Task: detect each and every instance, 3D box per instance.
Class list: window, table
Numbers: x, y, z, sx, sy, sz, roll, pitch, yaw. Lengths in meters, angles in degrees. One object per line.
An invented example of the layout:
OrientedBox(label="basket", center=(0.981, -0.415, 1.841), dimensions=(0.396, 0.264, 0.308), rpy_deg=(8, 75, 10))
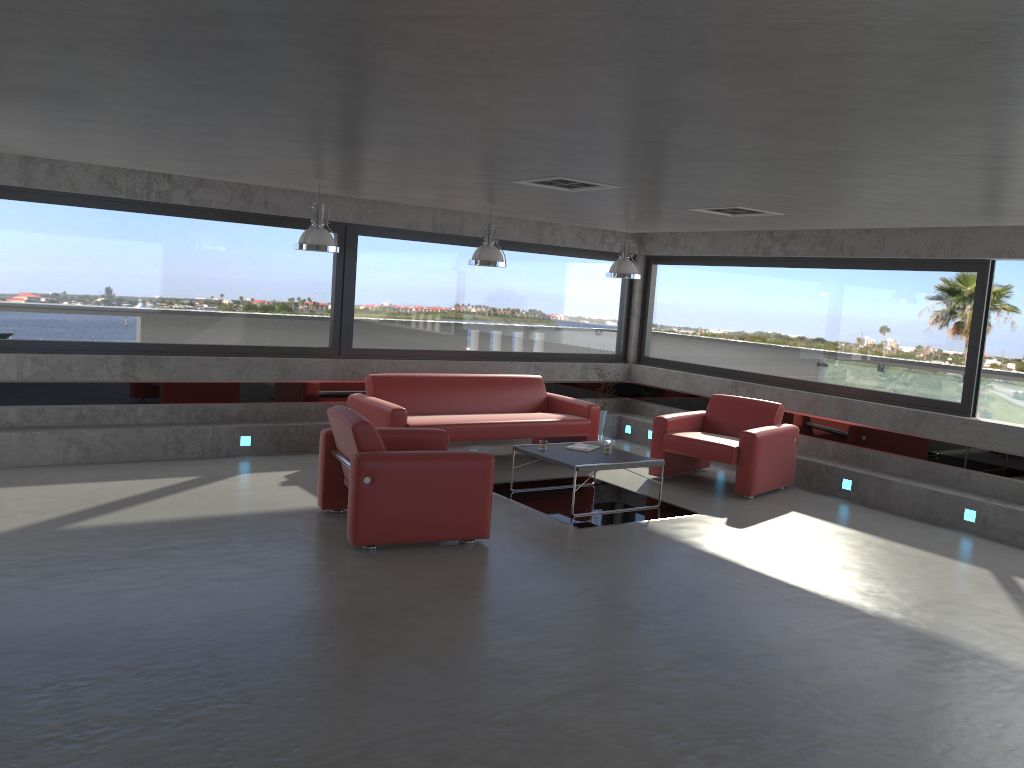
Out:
OrientedBox(label="window", center=(3.146, -0.733, 10.336), dimensions=(0.003, 1.364, 4.583), rpy_deg=(0, 7, -34))
OrientedBox(label="window", center=(-1.682, -1.045, 10.010), dimensions=(7.800, 1.364, 0.003), rpy_deg=(0, 7, -34))
OrientedBox(label="table", center=(0.679, 0.843, 8.138), dimensions=(1.018, 0.436, 0.994), rpy_deg=(0, 7, -34))

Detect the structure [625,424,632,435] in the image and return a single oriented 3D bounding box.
OrientedBox(label="structure", center=(1.530, 0.596, 11.672), dimensions=(0.004, 0.123, 0.123), rpy_deg=(0, 7, -34))

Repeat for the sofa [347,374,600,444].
OrientedBox(label="sofa", center=(-0.355, 0.368, 9.560), dimensions=(2.626, 0.854, 1.120), rpy_deg=(0, 7, -34))

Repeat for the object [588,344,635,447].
OrientedBox(label="object", center=(1.148, 0.136, 11.055), dimensions=(0.466, 1.289, 0.531), rpy_deg=(2, 6, -22))

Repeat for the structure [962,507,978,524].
OrientedBox(label="structure", center=(4.095, 1.176, 7.930), dimensions=(0.004, 0.123, 0.123), rpy_deg=(0, 7, -34))

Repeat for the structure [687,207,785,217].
OrientedBox(label="structure", center=(1.869, -1.550, 7.376), dimensions=(0.563, 0.240, 0.563), rpy_deg=(0, 7, -34))

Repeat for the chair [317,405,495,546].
OrientedBox(label="chair", center=(-0.796, 0.631, 6.778), dimensions=(1.130, 0.854, 1.196), rpy_deg=(1, 7, -24))

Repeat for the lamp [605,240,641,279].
OrientedBox(label="lamp", center=(1.253, -1.391, 9.875), dimensions=(0.388, 0.422, 0.389), rpy_deg=(10, 8, 44))

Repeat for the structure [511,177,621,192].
OrientedBox(label="structure", center=(0.393, -1.549, 6.365), dimensions=(0.563, 0.240, 0.563), rpy_deg=(0, 7, -34))

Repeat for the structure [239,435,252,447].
OrientedBox(label="structure", center=(-2.700, 0.577, 8.988), dimensions=(0.123, 0.123, 0.004), rpy_deg=(0, 7, -34))

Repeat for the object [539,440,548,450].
OrientedBox(label="object", center=(0.288, 0.563, 8.188), dimensions=(0.079, 0.077, 0.079), rpy_deg=(9, 8, 38))

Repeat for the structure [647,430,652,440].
OrientedBox(label="structure", center=(1.773, 0.651, 11.317), dimensions=(0.004, 0.123, 0.123), rpy_deg=(0, 7, -34))

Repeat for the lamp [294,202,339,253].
OrientedBox(label="lamp", center=(-1.717, -1.389, 7.840), dimensions=(0.388, 0.422, 0.389), rpy_deg=(0, 7, -34))

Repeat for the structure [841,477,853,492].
OrientedBox(label="structure", center=(3.386, 1.016, 8.965), dimensions=(0.004, 0.123, 0.123), rpy_deg=(0, 7, -34))

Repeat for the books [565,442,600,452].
OrientedBox(label="books", center=(0.670, 0.596, 8.397), dimensions=(0.228, 0.022, 0.326), rpy_deg=(7, 7, 25))

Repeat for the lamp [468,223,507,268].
OrientedBox(label="lamp", center=(-0.232, -1.390, 8.858), dimensions=(0.388, 0.422, 0.389), rpy_deg=(0, 7, -34))

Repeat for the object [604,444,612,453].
OrientedBox(label="object", center=(0.892, 0.601, 8.244), dimensions=(0.079, 0.077, 0.079), rpy_deg=(1, 7, -26))

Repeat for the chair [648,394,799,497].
OrientedBox(label="chair", center=(2.203, 0.584, 9.252), dimensions=(1.196, 0.854, 1.130), rpy_deg=(9, 8, 40))
